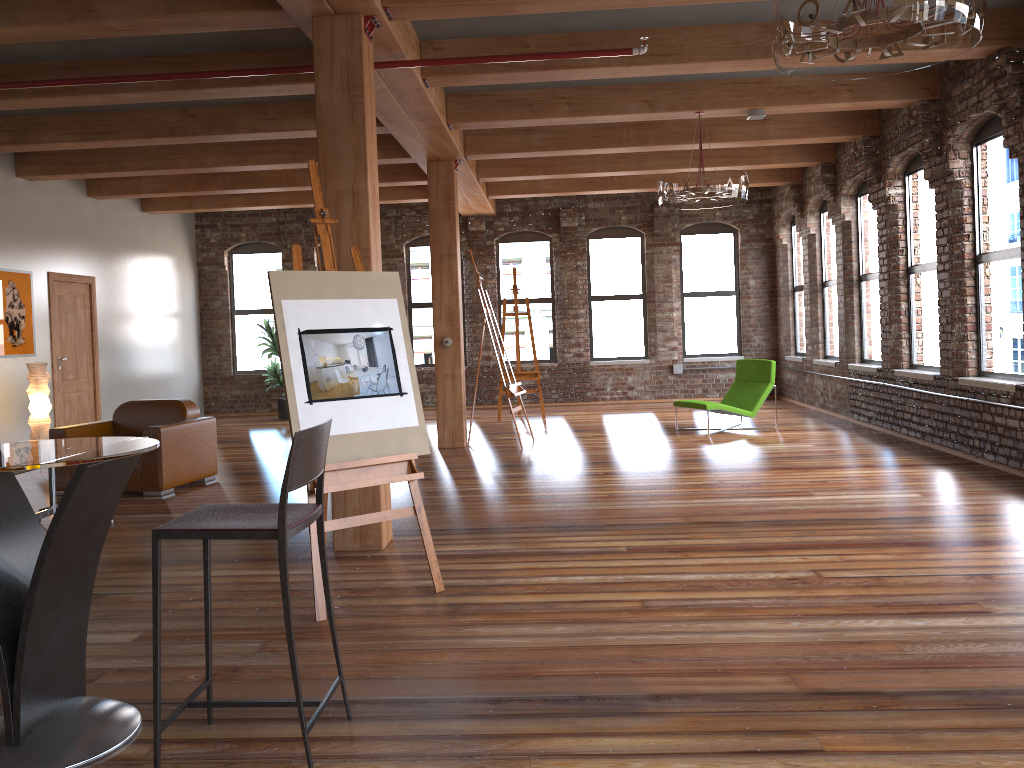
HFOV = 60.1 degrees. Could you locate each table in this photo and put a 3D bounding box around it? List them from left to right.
[{"bbox_3d":[-3.181,0.739,5.606,0.939,0.559,1.874,-2,3,3],"label":"table"},{"bbox_3d":[-1.481,0.672,2.797,0.721,0.923,0.723,-1,2,28],"label":"table"}]

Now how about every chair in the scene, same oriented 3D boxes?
[{"bbox_3d":[-3.258,0.530,7.678,1.063,0.735,0.832,-2,2,13],"label":"chair"},{"bbox_3d":[-0.783,0.619,2.669,0.466,0.981,0.430,-2,1,3],"label":"chair"},{"bbox_3d":[2.444,0.131,10.201,0.957,0.796,0.680,-3,2,-22],"label":"chair"}]

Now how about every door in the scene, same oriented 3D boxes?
[{"bbox_3d":[-5.381,-0.274,10.799,0.226,2.118,1.031,-2,1,3],"label":"door"}]

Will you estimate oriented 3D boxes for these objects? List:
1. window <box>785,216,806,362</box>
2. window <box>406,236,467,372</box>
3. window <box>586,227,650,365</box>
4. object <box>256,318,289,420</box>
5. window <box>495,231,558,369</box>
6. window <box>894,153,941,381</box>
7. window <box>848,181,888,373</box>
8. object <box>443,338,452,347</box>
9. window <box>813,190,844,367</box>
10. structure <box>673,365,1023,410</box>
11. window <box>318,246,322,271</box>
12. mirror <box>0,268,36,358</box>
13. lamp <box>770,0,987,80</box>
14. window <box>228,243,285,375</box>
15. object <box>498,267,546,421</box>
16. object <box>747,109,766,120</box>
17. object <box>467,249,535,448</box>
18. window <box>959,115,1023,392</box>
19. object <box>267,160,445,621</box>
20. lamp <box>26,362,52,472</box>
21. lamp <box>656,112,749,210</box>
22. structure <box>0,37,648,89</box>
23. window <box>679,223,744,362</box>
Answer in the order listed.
[{"bbox_3d":[4.228,-1.449,13.054,0.232,2.213,0.969,-2,1,3],"label":"window"},{"bbox_3d":[-1.233,-1.323,14.457,0.968,2.226,0.221,-2,1,3],"label":"window"},{"bbox_3d":[1.698,-1.428,14.300,0.968,2.217,0.219,-2,1,3],"label":"window"},{"bbox_3d":[-3.456,-0.522,13.863,1.081,2.102,0.967,-3,1,-19],"label":"object"},{"bbox_3d":[0.229,-1.373,14.378,0.968,2.226,0.221,-2,1,3],"label":"window"},{"bbox_3d":[3.990,-1.171,8.635,0.230,2.213,0.969,-2,1,3],"label":"window"},{"bbox_3d":[4.070,-1.263,10.096,0.233,2.213,0.969,-2,1,3],"label":"window"},{"bbox_3d":[-0.693,-0.447,9.451,0.095,0.095,0.061,-2,2,3],"label":"object"},{"bbox_3d":[4.148,-1.355,11.562,0.231,2.213,0.969,-2,1,3],"label":"window"},{"bbox_3d":[3.831,0.213,7.393,1.633,0.313,13.726,-2,3,-4],"label":"structure"},{"bbox_3d":[-2.697,-1.305,14.603,0.968,2.168,0.086,-2,1,3],"label":"window"},{"bbox_3d":[-5.385,-0.764,9.585,0.025,0.951,0.695,-2,2,3],"label":"mirror"},{"bbox_3d":[1.464,-1.754,3.605,0.810,0.814,0.809,-4,3,-44],"label":"lamp"},{"bbox_3d":[-4.186,-1.254,14.684,0.968,2.168,0.086,-2,1,3],"label":"window"},{"bbox_3d":[0.081,-0.590,12.459,0.662,2.139,0.685,-2,1,-2],"label":"object"},{"bbox_3d":[2.192,-2.426,7.951,0.145,0.072,0.147,-2,3,3],"label":"object"},{"bbox_3d":[-0.191,-0.407,9.616,0.684,2.139,0.662,-2,1,13],"label":"object"},{"bbox_3d":[3.915,-1.079,7.169,0.236,2.213,0.969,-2,1,3],"label":"window"},{"bbox_3d":[-0.816,-0.061,4.324,0.702,2.139,0.684,-3,1,-37],"label":"object"},{"bbox_3d":[-4.766,0.322,8.971,0.271,1.113,0.261,-3,1,-42],"label":"lamp"},{"bbox_3d":[1.696,-2.027,7.946,0.809,0.814,0.810,0,3,39],"label":"lamp"},{"bbox_3d":[-2.503,-2.097,5.982,6.807,0.112,0.051,-2,1,3],"label":"structure"},{"bbox_3d":[3.181,-1.479,14.219,0.968,2.217,0.219,-2,1,3],"label":"window"}]
